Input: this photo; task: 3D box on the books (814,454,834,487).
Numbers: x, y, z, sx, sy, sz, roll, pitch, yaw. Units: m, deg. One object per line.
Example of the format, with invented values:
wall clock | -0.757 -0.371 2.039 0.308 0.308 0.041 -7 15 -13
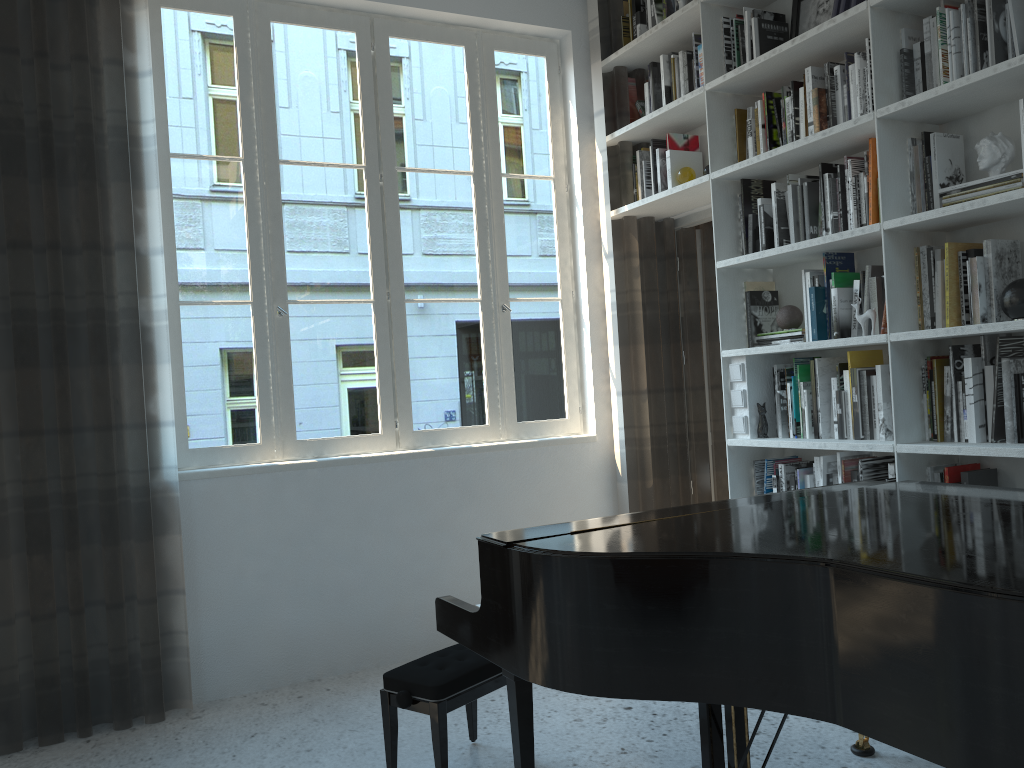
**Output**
books | 1.251 0.428 3.465 0.142 0.299 0.027 -4 0 -27

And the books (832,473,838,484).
books | 1.292 0.455 3.395 0.132 0.239 0.031 -4 0 -27

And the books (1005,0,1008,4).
books | 1.555 -1.043 2.701 0.134 0.237 0.009 -4 0 -27

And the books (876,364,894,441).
books | 1.369 0.061 3.138 0.185 0.265 0.021 -4 0 -27

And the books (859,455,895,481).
books | 1.346 0.420 3.253 0.172 0.301 0.013 -4 0 -27

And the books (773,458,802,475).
books | 1.149 0.449 3.673 0.150 0.273 0.010 -4 0 -27

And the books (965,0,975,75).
books | 1.486 -1.060 2.777 0.169 0.279 0.011 -4 0 -27

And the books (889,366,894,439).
books | 1.393 0.063 3.132 0.142 0.260 0.013 -4 0 -27

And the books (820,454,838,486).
books | 1.255 0.423 3.417 0.172 0.307 0.039 -4 0 -27

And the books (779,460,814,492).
books | 1.165 0.451 3.607 0.171 0.266 0.029 -4 0 -27

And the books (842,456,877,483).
books | 1.309 0.425 3.320 0.176 0.295 0.012 -4 0 -27

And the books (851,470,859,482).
books | 1.336 0.444 3.310 0.153 0.254 0.029 -4 0 -27

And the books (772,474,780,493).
books | 1.150 0.475 3.627 0.187 0.220 0.022 -4 0 -27

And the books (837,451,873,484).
books | 1.295 0.411 3.327 0.170 0.325 0.014 -4 0 -27

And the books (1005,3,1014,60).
books | 1.554 -1.034 2.689 0.151 0.218 0.012 -4 0 -27

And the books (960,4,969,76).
books | 1.477 -1.050 2.783 0.180 0.261 0.009 -4 0 -27

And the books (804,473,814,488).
books | 1.225 0.465 3.496 0.157 0.229 0.028 -4 0 -27

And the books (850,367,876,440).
books | 1.319 0.068 3.238 0.181 0.260 0.028 -4 0 -27

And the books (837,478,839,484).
books | 1.302 0.461 3.368 0.134 0.225 0.028 -4 0 -27

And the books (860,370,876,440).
books | 1.336 0.072 3.215 0.159 0.249 0.028 -4 0 -27

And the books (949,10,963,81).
books | 1.457 -1.044 2.808 0.184 0.251 0.012 -4 0 -27

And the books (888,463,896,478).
books | 1.405 0.422 3.162 0.130 0.288 0.025 -4 0 -27

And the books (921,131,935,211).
books | 1.437 -0.695 2.985 0.135 0.298 0.011 -4 0 -27

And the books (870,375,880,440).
books | 1.361 0.080 3.198 0.153 0.229 0.025 -4 0 -27

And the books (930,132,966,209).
books | 1.446 -0.686 2.933 0.136 0.278 0.021 -4 0 -27

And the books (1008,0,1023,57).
books | 1.556 -1.041 2.663 0.147 0.232 0.031 -4 0 -27

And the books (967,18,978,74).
books | 1.487 -1.025 2.765 0.181 0.209 0.011 -4 0 -27

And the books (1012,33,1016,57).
books | 1.556 -1.030 2.681 0.132 0.209 0.004 -4 0 -27

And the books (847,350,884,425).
books | 1.313 0.037 3.263 0.171 0.323 0.021 -4 0 -27

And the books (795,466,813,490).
books | 1.203 0.453 3.519 0.189 0.257 0.013 -4 0 -27

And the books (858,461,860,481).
books | 1.343 0.425 3.271 0.137 0.291 0.022 -4 0 -27

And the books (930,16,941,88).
books | 1.436 -1.047 2.881 0.177 0.262 0.024 -4 0 -27

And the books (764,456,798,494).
books | 1.117 0.446 3.692 0.172 0.283 0.052 -4 0 -27

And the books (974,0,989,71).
books | 1.499 -1.067 2.747 0.176 0.291 0.011 -4 0 -27

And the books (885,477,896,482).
books | 1.391 0.447 3.135 0.174 0.239 0.011 -4 0 -27

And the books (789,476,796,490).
books | 1.193 0.470 3.536 0.189 0.223 0.028 -4 0 -27

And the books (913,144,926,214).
books | 1.415 -0.673 2.992 0.134 0.257 0.024 -4 0 -27

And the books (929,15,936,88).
books | 1.426 -1.053 2.897 0.157 0.276 0.012 -4 0 -27

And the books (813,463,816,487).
books | 1.250 0.441 3.486 0.146 0.274 0.013 -4 0 -27

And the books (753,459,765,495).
books | 1.095 0.451 3.716 0.189 0.277 0.011 -4 0 -27

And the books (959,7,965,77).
books | 1.483 -1.050 2.809 0.169 0.261 0.010 -4 0 -27

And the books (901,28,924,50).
books | 1.389 -1.055 3.009 0.159 0.285 0.012 -4 0 -27

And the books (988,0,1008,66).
books | 1.519 -1.066 2.694 0.188 0.287 0.011 -4 0 -27

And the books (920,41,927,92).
books | 1.425 -1.024 2.957 0.140 0.219 0.024 -4 0 -27

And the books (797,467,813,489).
books | 1.204 0.455 3.507 0.177 0.252 0.010 -4 0 -27

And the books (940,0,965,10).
books | 1.453 -1.076 2.872 0.154 0.317 0.011 -4 0 -27

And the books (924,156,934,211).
books | 1.440 -0.651 2.960 0.136 0.209 0.034 -4 0 -27

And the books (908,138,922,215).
books | 1.412 -0.687 3.011 0.159 0.285 0.012 -4 0 -27

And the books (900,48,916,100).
books | 1.382 -1.016 2.990 0.186 0.208 0.015 -4 0 -27

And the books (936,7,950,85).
books | 1.439 -1.058 2.853 0.183 0.283 0.010 -4 0 -27

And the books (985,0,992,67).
books | 1.517 -1.053 2.726 0.158 0.262 0.010 -4 0 -27

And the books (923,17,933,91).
books | 1.421 -1.055 2.915 0.151 0.279 0.026 -4 0 -27

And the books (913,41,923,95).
books | 1.413 -1.026 2.981 0.136 0.225 0.029 -4 0 -27

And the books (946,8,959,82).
books | 1.450 -1.049 2.817 0.189 0.263 0.009 -4 0 -27
